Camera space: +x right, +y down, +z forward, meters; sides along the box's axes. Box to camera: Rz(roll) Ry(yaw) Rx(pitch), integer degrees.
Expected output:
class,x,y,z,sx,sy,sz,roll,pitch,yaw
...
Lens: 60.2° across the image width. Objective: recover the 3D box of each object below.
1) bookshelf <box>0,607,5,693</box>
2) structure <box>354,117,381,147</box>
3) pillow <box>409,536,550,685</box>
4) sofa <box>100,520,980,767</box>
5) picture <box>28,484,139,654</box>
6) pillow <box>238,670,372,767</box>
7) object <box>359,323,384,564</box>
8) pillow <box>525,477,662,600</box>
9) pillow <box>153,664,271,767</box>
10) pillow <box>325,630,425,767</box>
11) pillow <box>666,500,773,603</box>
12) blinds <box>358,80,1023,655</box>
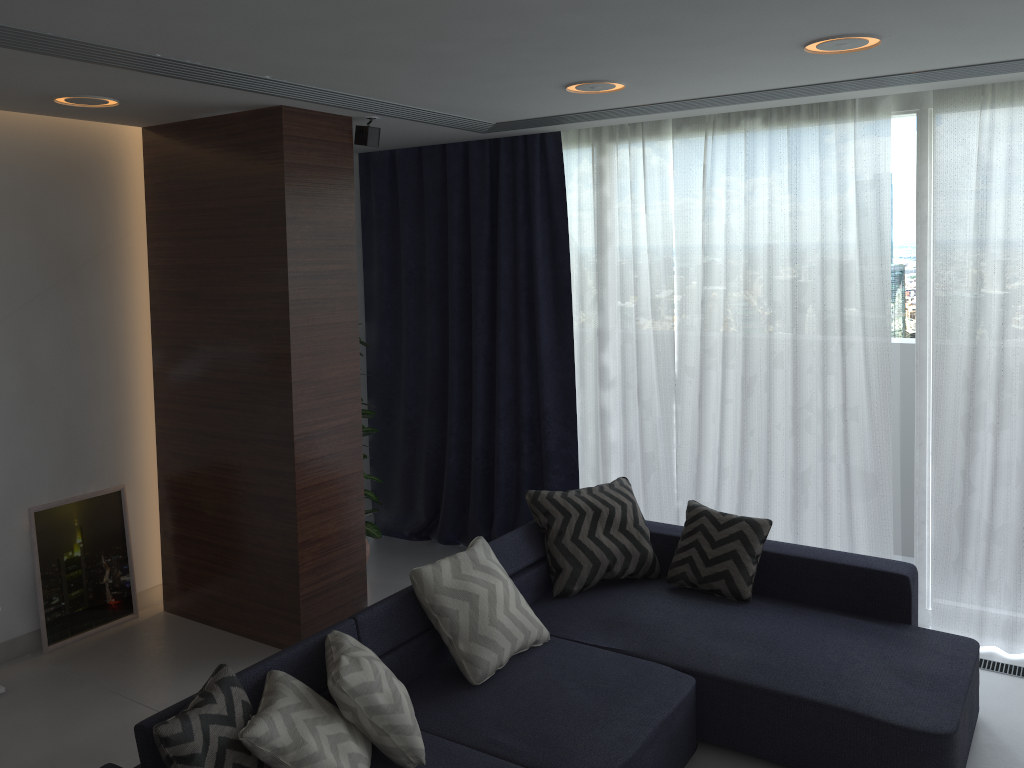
class,x,y,z,sx,sy,sz,roll,pitch,yaw
bookshelf,-2.659,0.509,3.385,0.300,1.808,1.157,1,5,33
structure,-0.726,-1.260,4.437,0.114,0.141,0.085,3,6,38
pillow,-0.122,0.858,3.401,0.343,0.385,0.498,2,7,33
sofa,0.380,1.109,2.968,1.902,0.604,2.892,4,10,33
picture,-2.131,0.907,4.423,0.083,0.694,0.503,1,5,33
pillow,-0.575,1.031,2.548,0.330,0.292,0.419,-2,7,-4
object,-0.987,0.209,5.102,0.503,1.834,0.486,-1,4,2
pillow,0.388,0.752,4.178,0.599,0.515,0.357,-4,6,-26
pillow,-0.782,1.019,2.413,0.221,0.383,0.418,-1,6,4
pillow,-0.443,0.984,2.800,0.280,0.349,0.421,-3,6,-13
pillow,0.933,0.755,4.008,0.416,0.342,0.288,4,7,38
blinds,0.400,0.175,1.949,7.150,2.754,5.835,4,9,37
